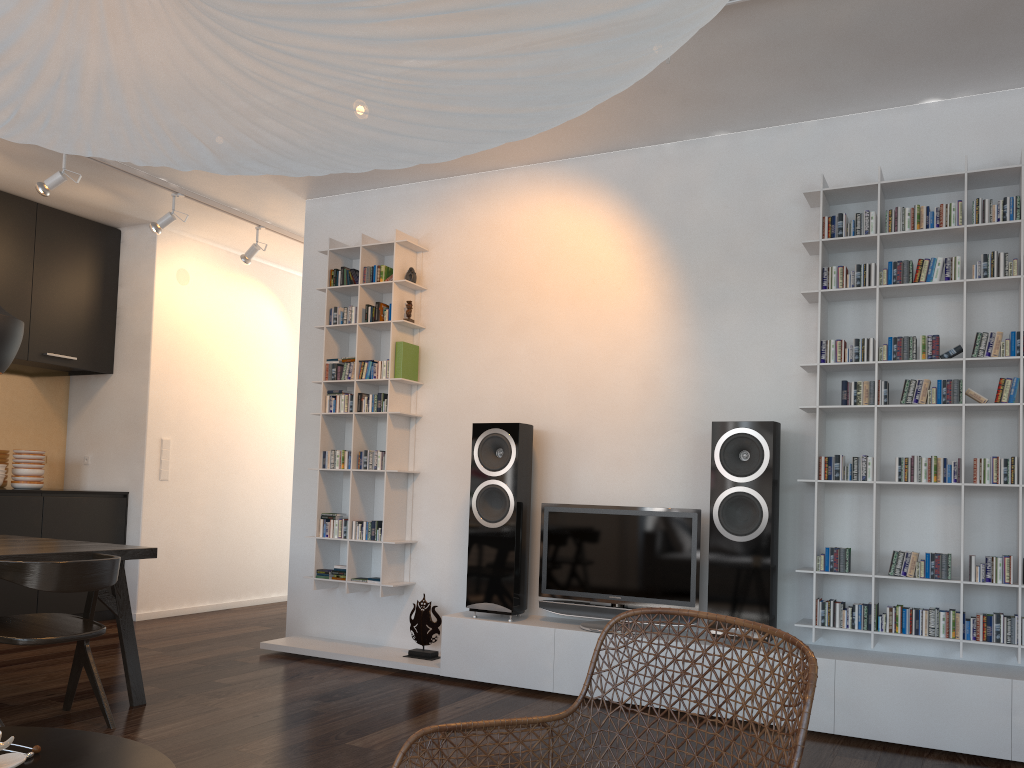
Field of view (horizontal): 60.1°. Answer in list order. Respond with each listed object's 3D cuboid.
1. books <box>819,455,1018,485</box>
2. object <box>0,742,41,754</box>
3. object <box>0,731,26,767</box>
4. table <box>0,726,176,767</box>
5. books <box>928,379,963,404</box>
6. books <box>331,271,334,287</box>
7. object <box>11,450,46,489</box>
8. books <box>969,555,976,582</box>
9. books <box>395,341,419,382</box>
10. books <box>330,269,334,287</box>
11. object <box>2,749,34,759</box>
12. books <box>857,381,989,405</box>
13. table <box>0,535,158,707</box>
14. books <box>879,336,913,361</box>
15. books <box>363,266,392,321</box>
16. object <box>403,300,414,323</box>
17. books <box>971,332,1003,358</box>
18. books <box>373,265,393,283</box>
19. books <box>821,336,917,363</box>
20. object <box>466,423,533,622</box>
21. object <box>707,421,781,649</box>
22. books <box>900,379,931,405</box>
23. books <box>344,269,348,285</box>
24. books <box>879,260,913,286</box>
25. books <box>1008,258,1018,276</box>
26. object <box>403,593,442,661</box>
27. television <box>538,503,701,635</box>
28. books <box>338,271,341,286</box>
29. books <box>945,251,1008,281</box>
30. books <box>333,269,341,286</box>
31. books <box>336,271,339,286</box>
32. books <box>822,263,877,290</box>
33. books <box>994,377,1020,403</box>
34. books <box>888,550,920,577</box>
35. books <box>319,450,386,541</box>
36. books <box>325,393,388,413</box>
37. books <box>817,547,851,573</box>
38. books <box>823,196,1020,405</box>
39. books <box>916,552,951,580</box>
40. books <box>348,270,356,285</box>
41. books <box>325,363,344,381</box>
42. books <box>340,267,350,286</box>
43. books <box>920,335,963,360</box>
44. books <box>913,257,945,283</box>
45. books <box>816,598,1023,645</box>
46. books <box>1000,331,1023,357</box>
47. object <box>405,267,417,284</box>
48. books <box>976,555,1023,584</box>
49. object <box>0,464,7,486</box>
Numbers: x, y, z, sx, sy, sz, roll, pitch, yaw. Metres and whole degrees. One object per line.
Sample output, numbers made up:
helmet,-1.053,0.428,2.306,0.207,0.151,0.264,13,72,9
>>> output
books,2.227,0.347,3.491,1.924,0.113,0.115,-2,-6,27
object,-0.937,0.664,1.625,0.168,0.015,0.015,0,-5,15
object,-0.887,0.621,1.487,0.091,0.069,0.139,-3,-8,39
table,-0.970,0.871,1.342,0.847,0.470,0.852,-1,-7,30
books,1.823,0.039,3.720,0.132,0.104,0.100,-1,-5,26
books,-1.042,-0.612,5.239,0.014,0.092,0.070,1,-5,28
object,-3.330,0.589,6.087,0.197,0.263,0.199,2,-4,2
books,2.223,0.744,3.467,0.765,0.112,0.115,-2,-6,27
books,-0.602,-0.123,5.063,0.049,0.213,0.166,0,-5,28
books,-1.054,-0.619,5.249,0.016,0.107,0.069,1,-4,28
object,-0.938,0.658,1.583,0.163,0.016,0.025,2,-6,3
books,1.741,0.041,3.761,0.503,0.105,0.090,-2,-6,27
table,-2.639,0.921,3.046,1.107,0.675,2.515,-1,-7,27
books,1.659,-0.144,3.818,0.132,0.104,0.100,-1,-5,26
books,-0.745,-0.510,5.110,0.228,0.331,0.108,0,-4,28
object,-0.589,-0.412,5.069,0.045,0.139,0.065,1,-4,19
books,1.964,-0.155,3.658,0.118,0.107,0.090,-1,-5,28
books,-0.708,-0.624,5.098,0.160,0.110,0.102,-1,-6,27
books,1.558,-0.141,3.870,0.384,0.104,0.102,-2,-6,27
object,-0.039,0.714,4.621,0.295,0.998,0.282,0,-3,28
object,1.073,0.682,4.042,0.295,0.998,0.282,0,-3,28
books,1.721,0.038,3.772,0.118,0.107,0.090,-1,-5,28
books,-0.958,-0.619,5.195,0.019,0.098,0.075,0,-5,28
books,1.667,-0.471,3.835,0.132,0.104,0.100,-1,-5,26
books,2.193,-0.322,3.553,0.350,0.429,0.101,0,-4,27
object,-0.481,1.326,4.860,0.212,0.349,0.122,0,-4,28
television,0.519,0.898,4.330,0.346,0.598,0.790,6,-6,-44
books,-0.996,-0.614,5.216,0.014,0.092,0.070,1,-5,28
books,2.106,-0.324,3.598,0.621,0.436,0.101,-1,-4,27
books,-1.026,-0.621,5.229,0.023,0.107,0.069,0,-4,28
books,-1.008,-0.613,5.222,0.014,0.092,0.070,1,-5,28
books,1.894,-0.314,3.706,1.124,0.429,0.102,-1,-4,28
books,2.052,0.030,3.600,0.158,0.109,0.090,-1,-5,28
books,1.663,0.762,3.755,0.118,0.107,0.090,-1,-5,28
books,-0.891,0.639,5.110,0.469,0.509,0.123,0,-4,28
books,-0.869,0.117,5.138,0.467,0.112,0.123,-2,-6,27
books,1.414,0.770,3.885,0.132,0.104,0.100,-1,-5,26
books,2.172,-0.345,3.566,1.753,0.854,0.115,-1,-4,28
books,1.766,0.760,3.702,0.132,0.104,0.100,-1,-5,26
books,-0.920,-0.616,5.175,0.046,0.090,0.070,0,-5,28
books,-1.033,-0.064,5.219,0.101,0.104,0.096,-1,-5,28
books,-0.978,-0.625,5.207,0.029,0.115,0.074,0,-4,28
books,1.814,-0.149,3.736,0.163,0.106,0.090,-1,-5,28
books,1.780,-0.475,3.775,0.118,0.107,0.090,-1,-5,28
books,2.244,0.130,3.496,1.952,1.812,0.115,-1,-4,28
books,2.070,-0.156,3.604,0.139,0.104,0.100,-1,-5,26
object,-0.580,-0.620,5.082,0.064,0.100,0.060,2,-4,4
books,2.023,0.750,3.570,0.268,0.112,0.100,-1,-6,26
object,-3.458,0.613,5.891,0.158,0.159,0.154,5,-6,-34
